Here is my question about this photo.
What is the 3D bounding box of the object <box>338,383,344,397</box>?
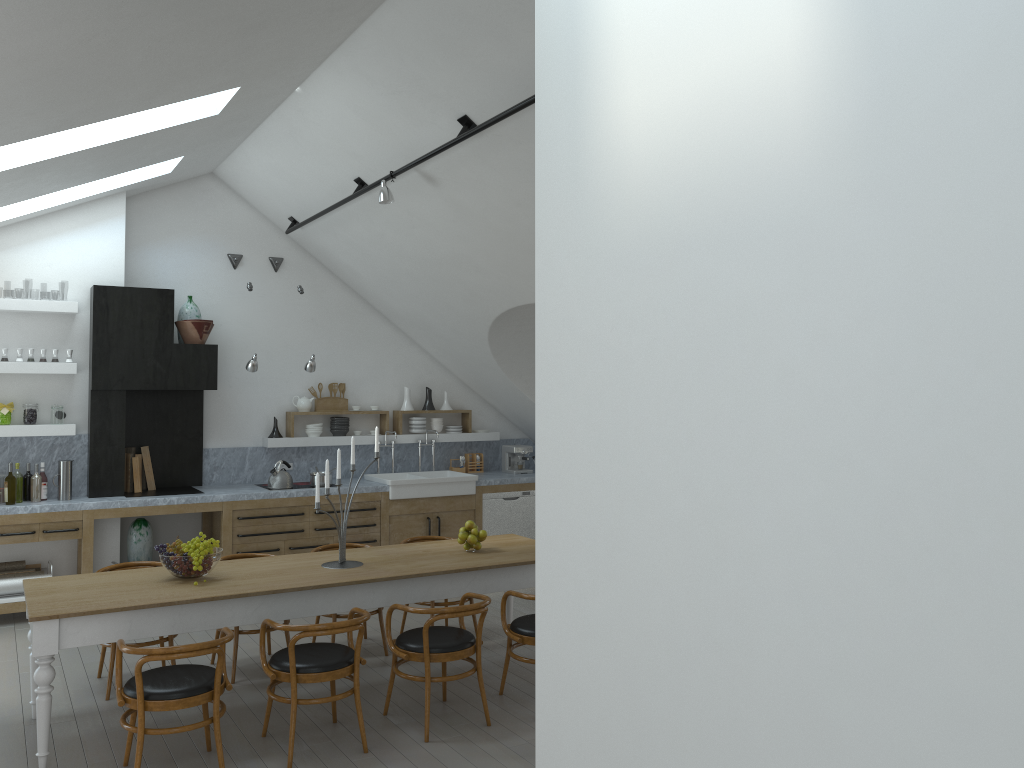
[{"bbox_3d":[-1.855,0.138,9.591,0.067,0.298,0.039,1,-3,-30],"label":"object"}]

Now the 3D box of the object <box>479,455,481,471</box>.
[{"bbox_3d":[-0.379,0.931,10.336,0.022,0.196,0.019,1,-3,-29],"label":"object"}]

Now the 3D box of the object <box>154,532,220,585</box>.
[{"bbox_3d":[-1.910,1.012,5.252,0.393,0.284,0.292,0,-1,24],"label":"object"}]

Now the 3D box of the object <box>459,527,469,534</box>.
[{"bbox_3d":[-0.334,1.029,6.166,0.066,0.071,0.072,-1,-2,29],"label":"object"}]

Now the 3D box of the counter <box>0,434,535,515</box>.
[{"bbox_3d":[-1.963,0.773,9.070,6.573,0.620,0.961,0,-1,-30],"label":"counter"}]

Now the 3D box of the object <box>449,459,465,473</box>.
[{"bbox_3d":[-0.629,0.944,10.206,0.173,0.171,0.100,1,-2,-29],"label":"object"}]

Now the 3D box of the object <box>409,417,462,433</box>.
[{"bbox_3d":[-0.869,0.471,10.123,0.657,0.196,0.197,0,-1,-31],"label":"object"}]

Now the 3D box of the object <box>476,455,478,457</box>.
[{"bbox_3d":[-0.408,0.928,10.359,0.040,0.192,0.042,-1,-2,19],"label":"object"}]

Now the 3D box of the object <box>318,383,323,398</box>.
[{"bbox_3d":[-2.052,0.135,9.497,0.055,0.299,0.027,1,-3,-30],"label":"object"}]

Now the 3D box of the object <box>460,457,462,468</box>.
[{"bbox_3d":[-0.590,0.930,10.214,0.018,0.196,0.020,1,-2,-21],"label":"object"}]

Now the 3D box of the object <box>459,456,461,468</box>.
[{"bbox_3d":[-0.594,0.929,10.205,0.022,0.196,0.019,2,-3,-42],"label":"object"}]

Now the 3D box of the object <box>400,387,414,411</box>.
[{"bbox_3d":[-1.177,0.165,9.976,0.156,0.268,0.156,2,-2,-42],"label":"object"}]

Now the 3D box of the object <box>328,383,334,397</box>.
[{"bbox_3d":[-1.948,0.136,9.557,0.061,0.299,0.040,1,-3,-33],"label":"object"}]

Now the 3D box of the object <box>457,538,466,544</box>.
[{"bbox_3d":[-0.349,1.084,6.144,0.059,0.056,0.059,1,-2,-36],"label":"object"}]

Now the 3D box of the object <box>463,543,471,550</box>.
[{"bbox_3d":[-0.311,1.122,6.116,0.051,0.050,0.049,1,-2,-27],"label":"object"}]

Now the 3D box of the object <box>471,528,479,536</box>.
[{"bbox_3d":[-0.257,1.021,6.103,0.053,0.057,0.058,0,-1,-16],"label":"object"}]

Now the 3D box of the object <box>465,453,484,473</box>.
[{"bbox_3d":[-0.442,0.920,10.329,0.200,0.223,0.104,1,-2,-30],"label":"object"}]

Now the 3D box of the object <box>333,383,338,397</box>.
[{"bbox_3d":[-1.909,0.137,9.557,0.057,0.299,0.019,1,-3,-30],"label":"object"}]

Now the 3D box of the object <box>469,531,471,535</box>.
[{"bbox_3d":[-0.303,1.058,6.215,0.062,0.059,0.062,1,-1,-26],"label":"object"}]

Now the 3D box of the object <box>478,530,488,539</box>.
[{"bbox_3d":[-0.201,1.037,6.109,0.063,0.063,0.062,-1,-1,22],"label":"object"}]

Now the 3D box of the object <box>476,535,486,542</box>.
[{"bbox_3d":[-0.216,1.060,6.164,0.076,0.076,0.077,-1,-2,26],"label":"object"}]

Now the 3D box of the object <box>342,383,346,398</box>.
[{"bbox_3d":[-1.832,0.138,9.626,0.057,0.294,0.030,1,-3,-30],"label":"object"}]

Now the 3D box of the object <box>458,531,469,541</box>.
[{"bbox_3d":[-0.332,1.045,6.093,0.072,0.064,0.071,1,-2,-37],"label":"object"}]

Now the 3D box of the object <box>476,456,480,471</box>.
[{"bbox_3d":[-0.393,0.927,10.313,0.040,0.192,0.042,-1,-2,20],"label":"object"}]

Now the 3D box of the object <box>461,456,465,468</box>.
[{"bbox_3d":[-0.561,0.926,10.189,0.040,0.192,0.042,0,-2,6],"label":"object"}]

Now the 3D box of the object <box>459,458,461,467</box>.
[{"bbox_3d":[-0.589,0.939,10.185,0.019,0.179,0.044,-1,-2,25],"label":"object"}]

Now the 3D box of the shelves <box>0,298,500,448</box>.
[{"bbox_3d":[-2.514,-0.031,9.035,5.548,1.363,0.479,0,-2,-36],"label":"shelves"}]

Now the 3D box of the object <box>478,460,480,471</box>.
[{"bbox_3d":[-0.386,0.931,10.327,0.018,0.196,0.020,0,-2,-8],"label":"object"}]

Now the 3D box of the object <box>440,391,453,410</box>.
[{"bbox_3d":[-0.759,0.192,10.226,0.156,0.219,0.156,-1,-2,41],"label":"object"}]

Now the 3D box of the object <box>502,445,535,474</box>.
[{"bbox_3d":[0.113,0.877,10.289,0.324,0.321,0.386,1,-1,-30],"label":"object"}]

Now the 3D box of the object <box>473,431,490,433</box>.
[{"bbox_3d":[-0.361,0.564,10.430,0.213,0.025,0.213,0,-1,-43],"label":"object"}]

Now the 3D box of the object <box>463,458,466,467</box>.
[{"bbox_3d":[-0.554,0.939,10.201,0.044,0.179,0.019,-2,-3,44],"label":"object"}]

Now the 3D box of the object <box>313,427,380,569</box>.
[{"bbox_3d":[-1.044,0.721,5.743,0.265,0.876,0.774,-1,-2,34],"label":"object"}]

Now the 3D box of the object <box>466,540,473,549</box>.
[{"bbox_3d":[-0.283,1.108,6.178,0.080,0.074,0.078,0,-1,15],"label":"object"}]

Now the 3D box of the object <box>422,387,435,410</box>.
[{"bbox_3d":[-0.948,0.166,10.106,0.156,0.268,0.156,1,-2,-26],"label":"object"}]

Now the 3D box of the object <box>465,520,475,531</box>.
[{"bbox_3d":[-0.290,0.981,6.146,0.072,0.074,0.072,1,-2,-30],"label":"object"}]

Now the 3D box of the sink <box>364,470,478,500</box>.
[{"bbox_3d":[-0.970,1.071,9.445,1.020,0.202,0.727,0,-1,-30],"label":"sink"}]

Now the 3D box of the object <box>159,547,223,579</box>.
[{"bbox_3d":[-1.910,1.075,5.279,0.360,0.160,0.360,-1,-1,40],"label":"object"}]

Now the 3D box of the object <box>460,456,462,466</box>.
[{"bbox_3d":[-0.586,0.927,10.231,0.040,0.192,0.042,0,-2,7],"label":"object"}]

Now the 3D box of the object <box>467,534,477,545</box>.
[{"bbox_3d":[-0.273,1.065,6.073,0.071,0.072,0.070,-1,-1,24],"label":"object"}]

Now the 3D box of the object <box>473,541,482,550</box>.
[{"bbox_3d":[-0.240,1.115,6.117,0.064,0.063,0.063,0,-1,-19],"label":"object"}]

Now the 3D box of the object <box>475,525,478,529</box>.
[{"bbox_3d":[-0.269,1.014,6.223,0.062,0.060,0.062,1,-2,-30],"label":"object"}]

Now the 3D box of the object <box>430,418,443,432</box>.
[{"bbox_3d":[-0.857,0.469,10.103,0.158,0.160,0.154,0,-1,-2],"label":"object"}]

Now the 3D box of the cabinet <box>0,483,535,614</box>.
[{"bbox_3d":[-2.015,1.593,8.982,6.426,1.023,1.003,0,-1,-30],"label":"cabinet"}]
